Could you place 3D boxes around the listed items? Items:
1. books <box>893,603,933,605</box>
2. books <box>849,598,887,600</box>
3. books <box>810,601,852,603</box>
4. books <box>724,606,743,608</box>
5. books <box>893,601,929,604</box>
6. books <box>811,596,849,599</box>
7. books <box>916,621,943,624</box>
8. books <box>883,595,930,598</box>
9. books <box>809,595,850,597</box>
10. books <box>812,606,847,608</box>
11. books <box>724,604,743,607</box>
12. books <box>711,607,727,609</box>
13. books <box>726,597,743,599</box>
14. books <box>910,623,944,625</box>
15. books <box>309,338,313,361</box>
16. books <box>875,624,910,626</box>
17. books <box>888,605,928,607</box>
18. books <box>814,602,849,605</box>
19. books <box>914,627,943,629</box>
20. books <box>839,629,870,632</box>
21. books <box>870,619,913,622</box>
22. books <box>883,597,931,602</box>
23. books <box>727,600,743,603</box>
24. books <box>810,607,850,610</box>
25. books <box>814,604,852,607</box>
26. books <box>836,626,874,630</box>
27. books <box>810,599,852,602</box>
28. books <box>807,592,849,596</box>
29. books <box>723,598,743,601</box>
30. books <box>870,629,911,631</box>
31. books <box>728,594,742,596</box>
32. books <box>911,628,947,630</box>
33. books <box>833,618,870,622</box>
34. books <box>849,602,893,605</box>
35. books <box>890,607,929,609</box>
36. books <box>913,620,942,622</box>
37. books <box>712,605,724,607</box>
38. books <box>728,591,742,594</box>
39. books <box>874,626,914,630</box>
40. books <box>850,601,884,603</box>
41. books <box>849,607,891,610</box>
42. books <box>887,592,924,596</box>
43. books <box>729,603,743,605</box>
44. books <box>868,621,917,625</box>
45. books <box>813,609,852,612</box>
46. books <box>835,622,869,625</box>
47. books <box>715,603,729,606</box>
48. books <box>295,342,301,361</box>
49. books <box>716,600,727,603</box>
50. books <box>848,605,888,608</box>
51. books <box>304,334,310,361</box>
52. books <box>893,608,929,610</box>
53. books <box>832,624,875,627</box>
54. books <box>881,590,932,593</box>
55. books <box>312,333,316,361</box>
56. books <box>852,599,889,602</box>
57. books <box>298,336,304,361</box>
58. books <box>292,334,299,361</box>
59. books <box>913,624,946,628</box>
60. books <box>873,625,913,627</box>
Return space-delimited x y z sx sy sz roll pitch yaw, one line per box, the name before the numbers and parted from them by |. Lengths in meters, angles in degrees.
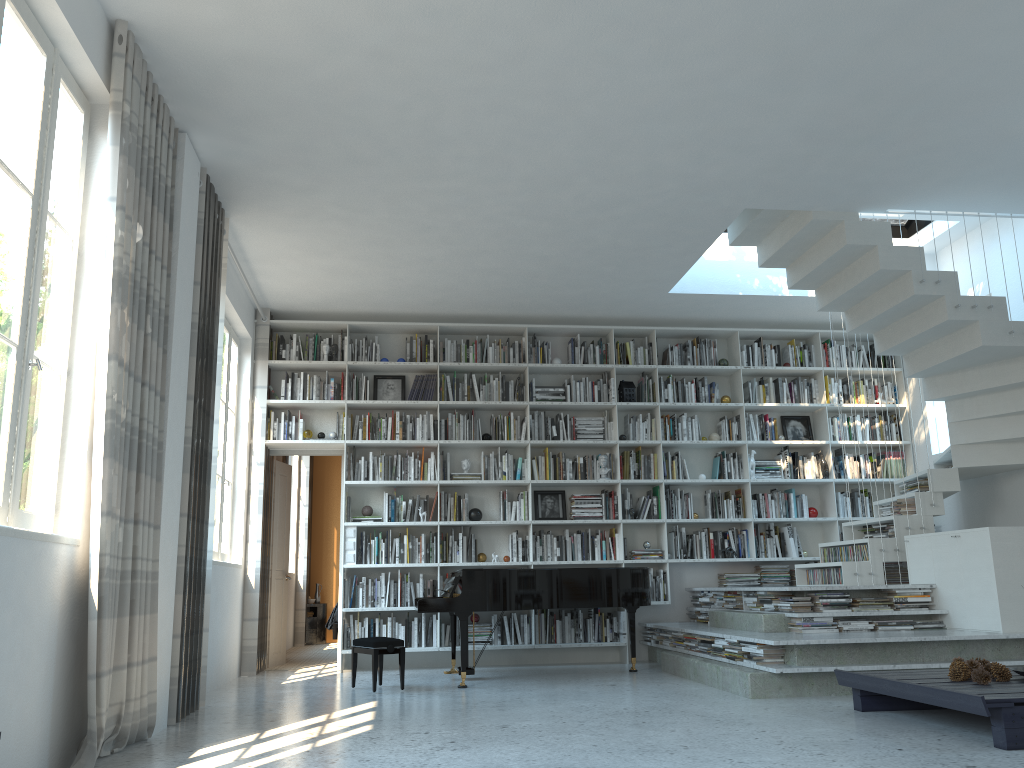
books | 2.844 1.584 6.381 0.281 0.008 0.181 -1 -13 -2
books | 2.546 1.540 6.360 0.203 0.011 0.173 2 -13 -12
books | 2.267 1.555 6.333 0.260 0.009 0.153 0 -13 -4
books | 1.890 1.854 7.374 0.182 0.011 0.254 0 -13 -3
books | 2.841 1.578 6.403 0.268 0.014 0.160 1 -13 -8
books | 2.266 1.528 6.343 0.221 0.018 0.154 0 -13 -6
books | 2.908 1.687 6.278 0.229 0.014 0.133 1 -13 -8
books | 2.842 1.532 6.396 0.261 0.012 0.180 0 -13 -3
books | 2.267 1.513 6.338 0.228 0.009 0.159 1 -13 -11
books | 2.266 1.592 6.335 0.207 0.012 0.132 1 -13 -11
books | 1.896 1.842 7.377 0.178 0.014 0.248 1 -13 -9
books | 1.860 1.928 7.651 0.183 0.012 0.297 1 -13 -8
books | 1.899 1.779 7.392 0.161 0.012 0.254 0 -13 -3
books | 2.909 1.696 6.270 0.225 0.007 0.133 0 -13 -3
books | -1.887 -0.288 8.342 0.030 0.257 0.130 0 -13 -7
books | 2.645 1.694 6.240 0.273 0.009 0.129 0 -13 -4
books | 2.841 1.601 6.403 0.262 0.016 0.132 2 -13 -12
books | 2.268 1.565 6.328 0.210 0.012 0.168 0 -13 -6
books | 2.910 1.720 6.259 0.179 0.010 0.160 1 -13 -7
books | 2.364 1.717 6.190 0.208 0.015 0.153 1 -13 -9
books | 2.639 1.664 6.228 0.275 0.009 0.177 1 -13 -7
books | 2.842 1.554 6.399 0.284 0.030 0.177 0 -13 -6
books | 1.905 1.810 7.386 0.159 0.018 0.203 1 -13 -9
books | 2.267 1.603 6.328 0.227 0.012 0.149 1 -13 -9
books | 2.269 1.575 6.315 0.215 0.013 0.189 1 -13 -8
books | 2.366 1.698 6.179 0.232 0.019 0.170 2 -13 -12
books | 2.270 1.539 6.314 0.230 0.015 0.190 -1 -13 -2
books | 2.264 1.506 6.360 0.261 0.016 0.129 1 -13 -8
books | 1.896 1.793 7.388 0.179 0.017 0.293 0 -13 -6
books | 2.646 1.724 6.230 0.249 0.009 0.144 1 -13 -8
books | 1.918 1.759 7.399 0.128 0.013 0.296 1 -13 -9
books | 2.911 1.726 6.253 0.261 0.006 0.152 1 -13 -11
books | 2.362 1.652 6.208 0.220 0.013 0.149 1 -13 -8
books | 2.548 1.572 6.342 0.273 0.014 0.188 2 -13 -12
books | 2.842 1.612 6.395 0.259 0.009 0.153 1 -13 -10
books | 2.908 1.677 6.280 0.215 0.007 0.131 0 -13 -5
books | 1.855 1.916 7.653 0.190 0.012 0.235 1 -13 -9
books | 1.906 1.739 7.401 0.139 0.028 0.262 -1 -13 -2
books | 2.648 1.706 6.213 0.250 0.018 0.178 0 -13 -4
books | 2.545 1.565 6.366 0.179 0.010 0.160 0 -13 -5
books | 2.545 1.608 6.366 0.293 0.014 0.134 1 -13 -10
books | 2.841 1.516 6.407 0.192 0.024 0.168 -1 -13 -2
books | 1.918 1.827 7.383 0.138 0.017 0.238 1 -13 -8
books | 2.648 1.675 6.217 0.287 0.018 0.190 1 -13 -8
books | 2.269 1.613 6.311 0.216 0.015 0.178 1 -13 -9
books | 2.362 1.672 6.207 0.211 0.018 0.135 0 -13 -4
books | 1.863 1.899 7.658 0.164 0.023 0.242 0 -13 -3
books | -1.998 -0.270 8.295 0.030 0.206 0.176 0 -13 -7
books | 1.874 1.880 7.664 0.154 0.018 0.221 1 -13 -8
books | 2.546 1.590 6.354 0.214 0.015 0.177 0 -13 -6
books | -1.919 -0.304 8.323 0.039 0.282 0.182 0 -13 -7
books | 2.843 1.619 6.383 0.220 0.011 0.178 1 -13 -9
books | 2.364 1.685 6.193 0.272 0.012 0.159 1 -13 -9
books | 2.842 1.496 6.400 0.285 0.013 0.181 2 -13 -12
books | -1.863 -0.313 8.336 0.014 0.303 0.146 0 -13 -7
books | 2.545 1.553 6.364 0.245 0.013 0.173 1 -13 -8
books | -1.965 -0.299 8.300 0.057 0.262 0.191 0 -13 -7
books | -2.029 -0.306 8.309 0.028 0.283 0.190 0 -13 -7
books | 2.910 1.707 6.264 0.234 0.017 0.152 0 -13 -6
books | 2.647 1.696 6.221 0.254 0.005 0.161 1 -13 -11
